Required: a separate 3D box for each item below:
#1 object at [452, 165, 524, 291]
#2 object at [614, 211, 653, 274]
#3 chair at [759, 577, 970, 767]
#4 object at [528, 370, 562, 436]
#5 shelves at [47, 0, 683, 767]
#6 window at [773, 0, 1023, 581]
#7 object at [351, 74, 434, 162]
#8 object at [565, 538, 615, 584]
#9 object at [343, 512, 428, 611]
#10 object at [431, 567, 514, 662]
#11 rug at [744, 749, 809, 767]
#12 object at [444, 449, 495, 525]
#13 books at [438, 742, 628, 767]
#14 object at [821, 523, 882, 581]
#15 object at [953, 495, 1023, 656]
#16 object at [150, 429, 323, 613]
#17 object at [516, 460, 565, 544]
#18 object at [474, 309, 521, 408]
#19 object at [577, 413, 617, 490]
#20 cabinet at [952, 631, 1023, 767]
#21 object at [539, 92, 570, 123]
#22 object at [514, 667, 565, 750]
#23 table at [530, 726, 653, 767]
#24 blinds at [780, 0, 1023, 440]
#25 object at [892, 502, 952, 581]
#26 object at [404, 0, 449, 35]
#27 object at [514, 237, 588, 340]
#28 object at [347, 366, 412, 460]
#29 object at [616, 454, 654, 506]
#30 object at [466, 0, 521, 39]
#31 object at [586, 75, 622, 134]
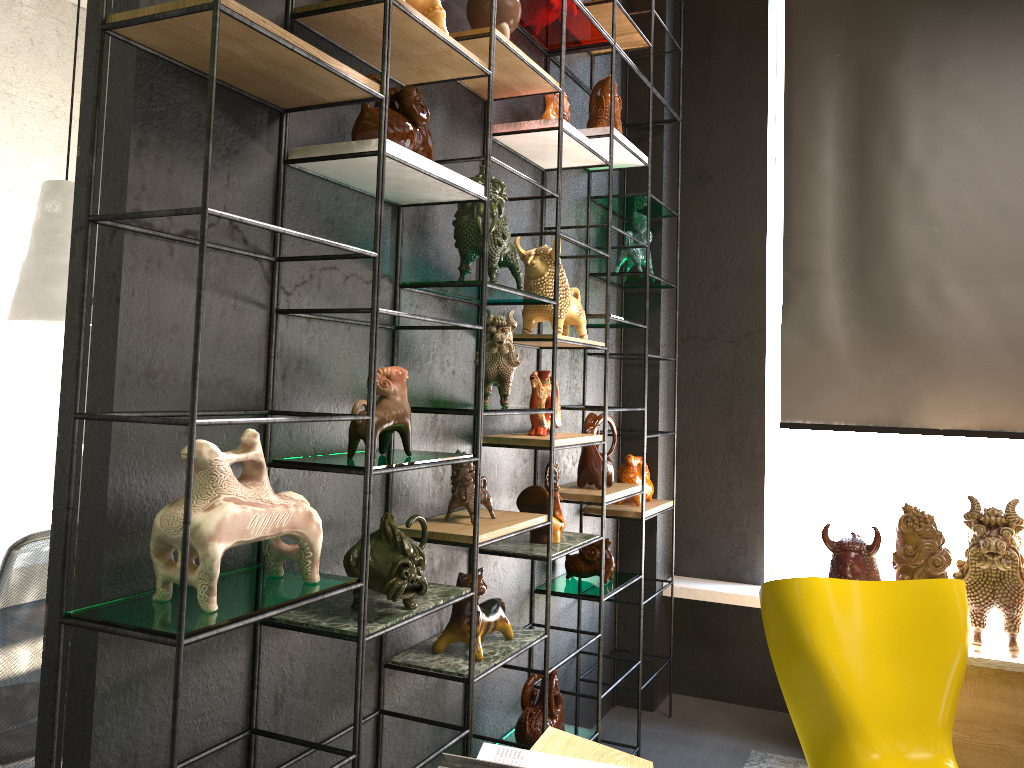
[{"bbox_3d":[-0.069,-0.447,2.575,0.167,0.358,0.254,0,-4,30],"label":"object"},{"bbox_3d":[0.553,-0.633,3.964,0.152,0.334,0.288,1,-3,17],"label":"object"},{"bbox_3d":[1.161,1.058,2.621,0.658,0.901,1.065,2,-2,-5],"label":"chair"},{"bbox_3d":[0.117,0.066,3.025,0.060,0.224,0.266,0,-3,26],"label":"object"},{"bbox_3d":[0.025,-0.492,2.827,0.274,3.927,2.980,0,-3,25],"label":"shelves"},{"bbox_3d":[2.395,-0.587,4.074,2.309,3.183,0.051,0,-5,25],"label":"window"},{"bbox_3d":[-0.285,-0.631,2.133,0.138,0.223,0.277,0,-2,24],"label":"object"},{"bbox_3d":[0.298,0.676,3.427,0.210,0.169,0.104,1,-3,24],"label":"object"},{"bbox_3d":[-0.293,0.401,2.076,0.192,0.222,0.402,2,-1,-6],"label":"object"},{"bbox_3d":[-0.080,0.627,2.515,0.155,0.237,0.308,0,-2,28],"label":"object"},{"bbox_3d":[2.155,1.529,1.876,3.597,0.010,2.182,2,0,25],"label":"rug"},{"bbox_3d":[-0.112,0.290,2.530,0.096,0.211,0.182,0,-3,28],"label":"object"},{"bbox_3d":[0.079,0.811,1.735,0.400,0.234,0.480,1,-1,12],"label":"books"},{"bbox_3d":[1.383,0.763,3.538,0.219,0.443,0.461,0,-3,30],"label":"object"},{"bbox_3d":[1.815,0.708,3.363,0.271,0.582,0.428,1,-3,18],"label":"object"},{"bbox_3d":[-0.499,0.236,1.660,0.164,0.305,0.340,0,-3,30],"label":"object"},{"bbox_3d":[0.113,0.393,2.973,0.123,0.272,0.226,0,-3,25],"label":"object"},{"bbox_3d":[-0.053,-0.071,2.555,0.131,0.281,0.207,3,-3,-17],"label":"object"},{"bbox_3d":[0.327,0.258,3.441,0.114,0.291,0.248,0,-3,25],"label":"object"},{"bbox_3d":[2.503,1.281,3.024,2.730,0.533,0.402,2,-3,25],"label":"cabinet"},{"bbox_3d":[0.161,-0.951,3.104,0.107,0.211,0.233,-1,-4,42],"label":"object"},{"bbox_3d":[0.089,1.079,2.883,0.126,0.251,0.252,0,-3,25],"label":"object"},{"bbox_3d":[0.135,1.160,1.749,0.496,0.622,0.730,0,-2,26],"label":"table"},{"bbox_3d":[-0.296,-0.762,4.497,3.512,3.324,12.706,4,-2,-45],"label":"blinds"},{"bbox_3d":[1.628,0.730,3.480,0.249,0.548,0.473,-1,-3,33],"label":"object"},{"bbox_3d":[-0.267,-1.028,2.187,0.170,0.365,0.374,0,-3,20],"label":"object"},{"bbox_3d":[0.147,-0.323,3.027,0.175,0.353,0.368,0,-3,30],"label":"object"},{"bbox_3d":[-0.306,0.066,2.079,0.119,0.221,0.211,1,-2,9],"label":"object"},{"bbox_3d":[0.549,0.418,3.917,0.138,0.223,0.277,0,-2,25],"label":"object"},{"bbox_3d":[-0.055,-1.085,2.631,0.164,0.268,0.236,2,-3,-4],"label":"object"},{"bbox_3d":[0.368,-1.077,3.543,0.126,0.251,0.252,2,-2,-5],"label":"object"}]
